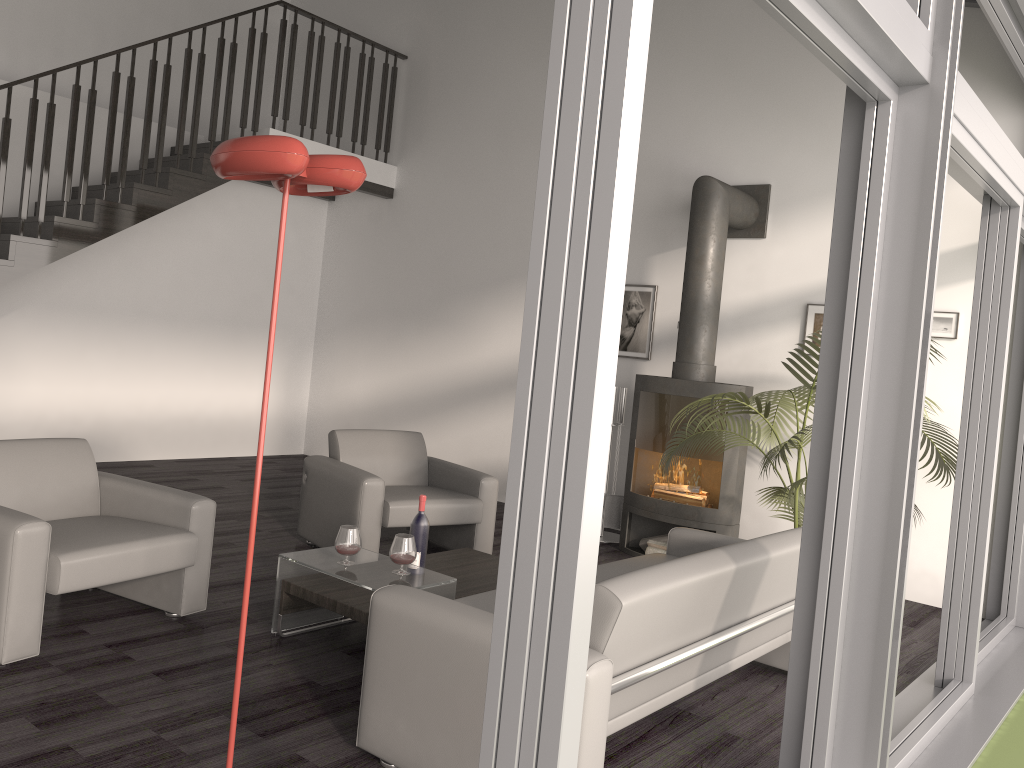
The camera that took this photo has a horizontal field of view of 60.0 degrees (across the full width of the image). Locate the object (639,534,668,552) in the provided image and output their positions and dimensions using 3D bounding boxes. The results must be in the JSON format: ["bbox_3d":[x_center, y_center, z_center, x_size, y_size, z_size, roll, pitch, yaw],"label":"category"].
[{"bbox_3d":[1.026,1.091,6.106,0.306,0.192,0.104,7,1,40],"label":"object"}]

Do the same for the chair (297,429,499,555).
[{"bbox_3d":[-0.688,0.688,5.492,0.961,0.717,0.912,5,2,-36],"label":"chair"}]

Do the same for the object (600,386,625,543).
[{"bbox_3d":[0.715,0.578,6.607,0.400,1.126,0.400,6,0,-2],"label":"object"}]

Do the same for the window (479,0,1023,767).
[{"bbox_3d":[0.155,-0.447,1.390,0.386,3.470,9.731,6,2,39],"label":"window"}]

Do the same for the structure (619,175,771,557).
[{"bbox_3d":[1.458,-0.114,6.299,0.820,2.674,1.114,6,0,39],"label":"structure"}]

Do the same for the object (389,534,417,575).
[{"bbox_3d":[-0.457,0.713,3.715,0.116,0.155,0.115,6,1,29],"label":"object"}]

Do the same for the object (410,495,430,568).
[{"bbox_3d":[-0.427,0.695,4.065,0.093,0.370,0.093,6,0,37],"label":"object"}]

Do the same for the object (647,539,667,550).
[{"bbox_3d":[1.039,1.105,5.981,0.258,0.068,0.072,7,2,38],"label":"object"}]

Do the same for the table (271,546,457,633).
[{"bbox_3d":[-0.634,0.944,3.764,0.681,0.342,0.399,7,2,39],"label":"table"}]

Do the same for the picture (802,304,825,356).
[{"bbox_3d":[2.123,-0.361,5.994,0.289,0.352,0.015,6,1,39],"label":"picture"}]

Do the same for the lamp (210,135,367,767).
[{"bbox_3d":[-0.669,0.275,2.321,0.365,1.788,0.352,6,0,39],"label":"lamp"}]

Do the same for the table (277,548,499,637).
[{"bbox_3d":[-0.391,1.010,4.077,0.601,0.250,1.198,7,3,38],"label":"table"}]

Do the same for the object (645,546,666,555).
[{"bbox_3d":[1.029,1.153,5.931,0.267,0.082,0.092,7,2,40],"label":"object"}]

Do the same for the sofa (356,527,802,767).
[{"bbox_3d":[0.481,0.890,3.376,0.903,0.717,2.112,7,2,38],"label":"sofa"}]

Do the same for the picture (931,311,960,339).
[{"bbox_3d":[2.676,-0.371,5.555,0.222,0.166,0.015,7,1,39],"label":"picture"}]

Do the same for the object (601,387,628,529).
[{"bbox_3d":[0.785,0.550,6.560,0.145,1.052,0.075,6,0,0],"label":"object"}]

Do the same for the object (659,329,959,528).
[{"bbox_3d":[1.544,0.456,4.961,1.721,1.666,2.116,6,2,33],"label":"object"}]

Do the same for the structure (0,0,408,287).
[{"bbox_3d":[-3.339,-1.329,6.884,1.002,4.093,6.333,6,1,39],"label":"structure"}]

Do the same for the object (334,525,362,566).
[{"bbox_3d":[-0.699,0.687,3.779,0.115,0.155,0.116,5,1,-43],"label":"object"}]

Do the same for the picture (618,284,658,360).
[{"bbox_3d":[0.938,-0.491,6.943,0.395,0.577,0.026,6,0,39],"label":"picture"}]

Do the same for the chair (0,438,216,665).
[{"bbox_3d":[-1.887,0.639,3.739,0.911,0.717,0.962,6,2,29],"label":"chair"}]

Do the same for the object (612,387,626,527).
[{"bbox_3d":[0.816,0.548,6.657,0.113,1.049,0.041,6,0,-6],"label":"object"}]
